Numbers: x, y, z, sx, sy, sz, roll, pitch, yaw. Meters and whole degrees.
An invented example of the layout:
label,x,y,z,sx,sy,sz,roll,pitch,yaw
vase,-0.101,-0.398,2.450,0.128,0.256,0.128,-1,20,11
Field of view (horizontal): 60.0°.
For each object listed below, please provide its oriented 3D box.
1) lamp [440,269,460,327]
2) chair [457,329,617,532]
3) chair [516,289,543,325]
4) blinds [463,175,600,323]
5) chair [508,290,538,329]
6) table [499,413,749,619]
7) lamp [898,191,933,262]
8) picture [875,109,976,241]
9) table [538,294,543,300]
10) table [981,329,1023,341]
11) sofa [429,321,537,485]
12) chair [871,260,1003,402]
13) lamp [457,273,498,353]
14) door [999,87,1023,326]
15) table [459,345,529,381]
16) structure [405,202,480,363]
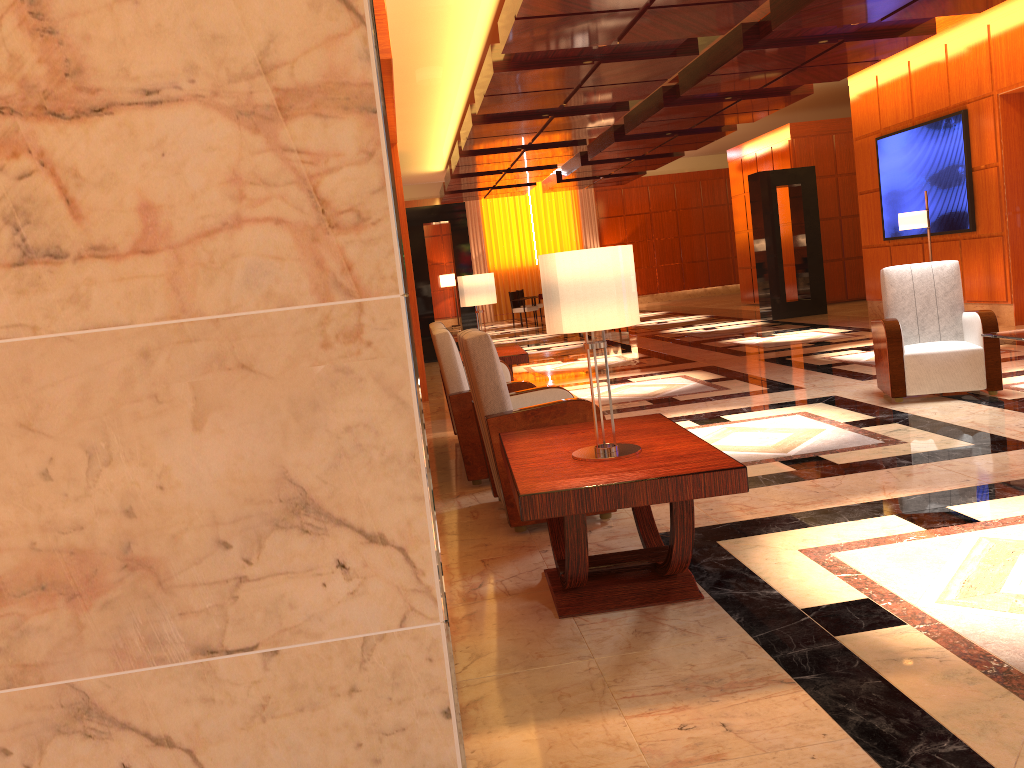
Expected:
label,x,y,z,sx,sy,sz,roll,pitch,yaw
lamp,-1.567,-2.444,25.103,0.810,1.655,0.814,-3,6,34
chair,0.102,0.172,4.501,0.629,0.958,0.740,-7,5,-7
chair,0.431,-1.979,22.552,0.576,0.891,0.587,-4,6,22
blinds,0.656,-4.012,25.906,3.855,4.052,0.149,-7,5,-6
chair,0.258,-1.811,21.310,0.576,0.891,0.587,-3,6,32
table,0.369,0.500,3.355,0.725,0.532,1.172,-7,6,-3
lamp,4.770,-1.388,10.225,0.527,1.655,0.360,-8,5,-16
picture,5.356,-2.654,11.584,0.056,1.447,2.003,-7,6,-6
table,1.716,-1.954,21.642,2.114,0.739,0.784,-11,7,-35
table,3.512,-0.040,5.084,0.722,0.494,1.565,-7,7,-3
sofa,-0.200,0.029,6.091,0.613,0.929,1.804,-7,6,-6
chair,3.084,-0.409,6.519,0.737,0.958,0.631,-5,5,13
lamp,4.343,-0.651,3.835,12.991,0.732,0.336,0,8,43
door,5.930,-1.923,9.412,0.341,2.643,1.542,-7,5,-6
table,-0.225,-0.025,8.320,0.725,0.532,1.172,-7,6,-3
structure,-1.127,-1.649,14.487,0.986,2.490,0.501,-7,5,-6
